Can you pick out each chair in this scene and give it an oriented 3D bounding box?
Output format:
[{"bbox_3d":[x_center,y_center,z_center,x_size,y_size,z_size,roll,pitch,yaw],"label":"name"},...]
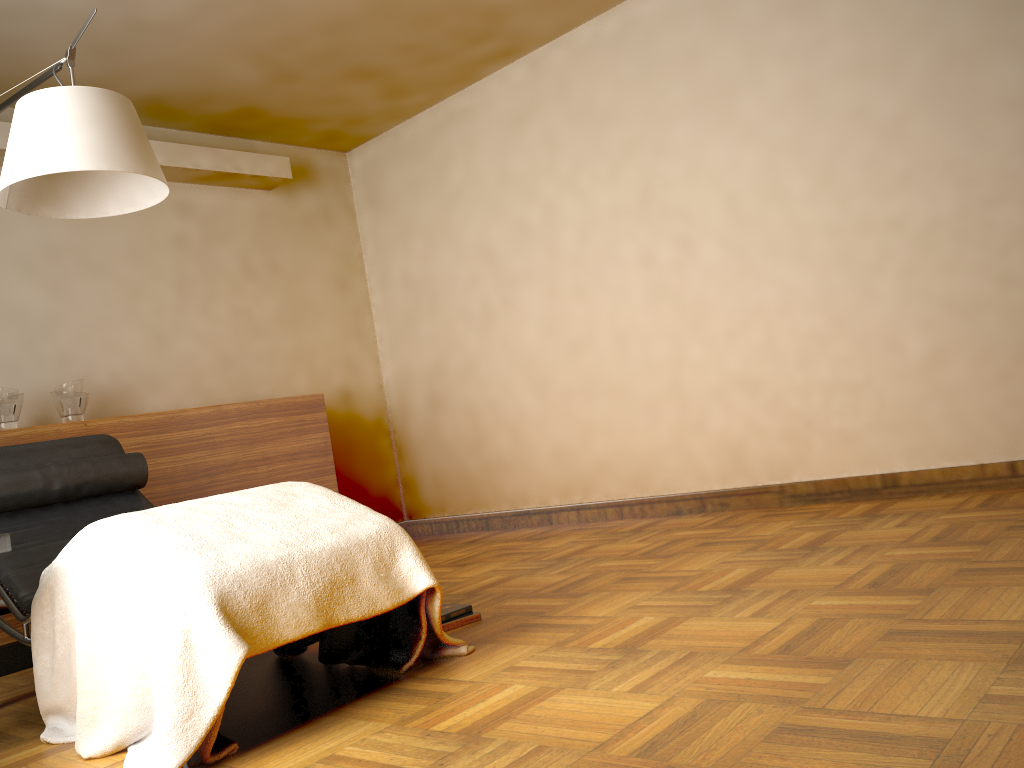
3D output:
[{"bbox_3d":[-1.110,0.482,2.607,1.767,0.806,0.637,-13,-6,41],"label":"chair"}]

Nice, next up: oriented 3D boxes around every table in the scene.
[{"bbox_3d":[-1.541,0.437,2.026,0.494,0.045,0.518,-12,-3,33],"label":"table"}]

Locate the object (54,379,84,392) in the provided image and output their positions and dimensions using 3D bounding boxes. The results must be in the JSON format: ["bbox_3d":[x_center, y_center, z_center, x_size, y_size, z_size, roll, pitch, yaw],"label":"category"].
[{"bbox_3d":[-1.941,0.064,3.882,0.121,0.151,0.122,-12,-6,21],"label":"object"}]

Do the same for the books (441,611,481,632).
[{"bbox_3d":[-0.262,0.729,2.657,0.281,0.022,0.197,-9,-3,-34],"label":"books"}]

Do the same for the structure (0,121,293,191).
[{"bbox_3d":[-2.097,-1.132,4.378,0.270,0.131,2.186,-14,-4,41],"label":"structure"}]

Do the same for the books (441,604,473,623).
[{"bbox_3d":[-0.280,0.711,2.669,0.266,0.020,0.187,-8,-4,-44],"label":"books"}]

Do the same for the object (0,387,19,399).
[{"bbox_3d":[-2.118,0.088,3.681,0.122,0.151,0.122,-13,-6,23],"label":"object"}]

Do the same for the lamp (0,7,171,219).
[{"bbox_3d":[-1.464,0.001,2.802,0.453,1.988,1.396,-3,-9,-45],"label":"lamp"}]

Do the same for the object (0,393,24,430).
[{"bbox_3d":[-2.112,0.126,3.676,0.155,0.156,0.154,-10,-5,-2],"label":"object"}]

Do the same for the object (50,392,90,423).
[{"bbox_3d":[-1.934,0.102,3.877,0.154,0.156,0.155,-13,-6,32],"label":"object"}]

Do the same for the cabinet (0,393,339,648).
[{"bbox_3d":[-1.624,0.579,4.121,0.410,0.871,1.679,-16,-7,41],"label":"cabinet"}]

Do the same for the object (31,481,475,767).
[{"bbox_3d":[-0.709,0.545,2.233,0.898,0.526,0.920,-14,-5,42],"label":"object"}]
